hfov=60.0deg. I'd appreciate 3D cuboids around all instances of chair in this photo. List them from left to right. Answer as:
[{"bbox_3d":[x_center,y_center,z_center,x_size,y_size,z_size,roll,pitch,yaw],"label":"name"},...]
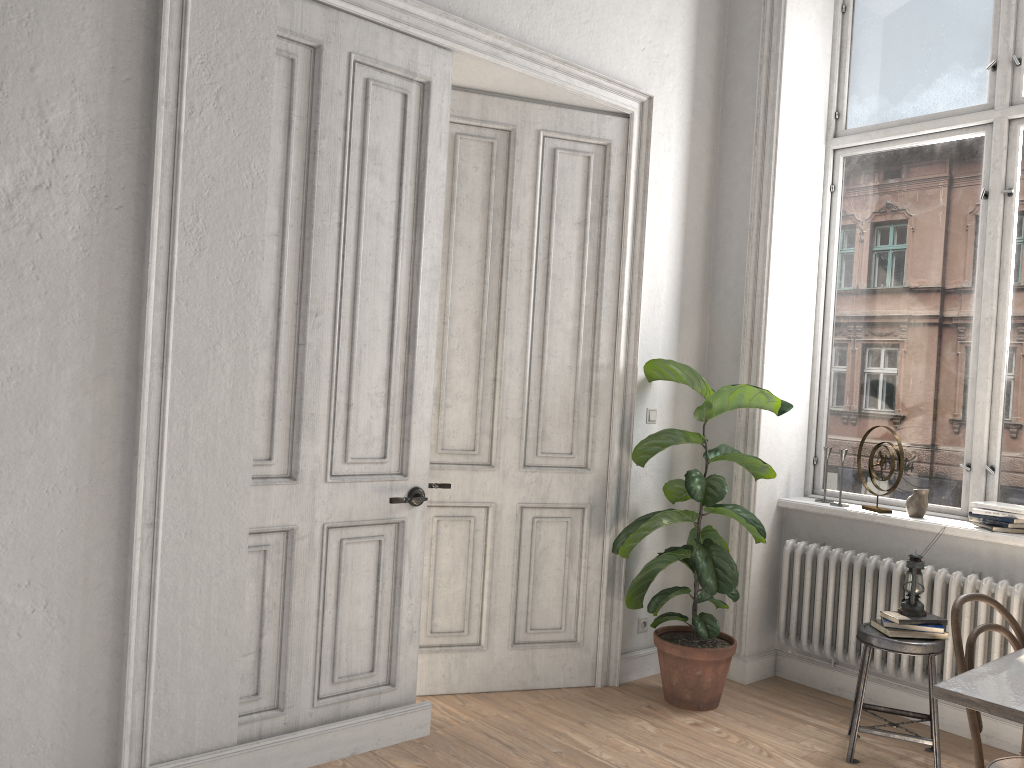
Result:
[{"bbox_3d":[1.616,1.303,3.726,0.364,0.523,0.360,4,0,22],"label":"chair"},{"bbox_3d":[1.512,1.102,2.477,0.438,0.921,0.549,3,1,-33],"label":"chair"}]

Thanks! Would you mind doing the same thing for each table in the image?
[{"bbox_3d":[2.167,1.211,1.760,1.100,0.780,2.199,3,0,-41],"label":"table"}]

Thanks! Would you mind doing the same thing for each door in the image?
[{"bbox_3d":[-0.753,0.015,3.322,1.097,2.814,0.216,3,1,-40],"label":"door"},{"bbox_3d":[0.010,0.058,4.214,1.097,2.814,0.216,3,1,-16],"label":"door"}]

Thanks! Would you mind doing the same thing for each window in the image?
[{"bbox_3d":[2.311,-0.810,4.210,0.013,2.843,1.622,3,1,-41],"label":"window"}]

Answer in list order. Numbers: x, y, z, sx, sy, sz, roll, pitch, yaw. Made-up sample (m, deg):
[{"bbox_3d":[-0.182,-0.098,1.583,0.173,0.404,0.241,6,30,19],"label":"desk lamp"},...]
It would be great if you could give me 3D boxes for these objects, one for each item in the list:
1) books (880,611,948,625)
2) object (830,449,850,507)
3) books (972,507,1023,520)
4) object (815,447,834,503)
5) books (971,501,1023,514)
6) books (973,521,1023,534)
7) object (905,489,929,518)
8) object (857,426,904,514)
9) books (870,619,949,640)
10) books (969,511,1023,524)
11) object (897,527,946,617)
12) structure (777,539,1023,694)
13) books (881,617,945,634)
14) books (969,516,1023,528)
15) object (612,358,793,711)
[{"bbox_3d":[1.683,0.983,3.724,0.221,0.027,0.147,3,0,-9],"label":"books"},{"bbox_3d":[1.684,0.479,4.532,0.095,0.289,0.095,3,1,-19],"label":"object"},{"bbox_3d":[2.193,0.578,3.975,0.205,0.020,0.155,3,0,39],"label":"books"},{"bbox_3d":[1.650,0.477,4.658,0.095,0.289,0.095,3,1,-10],"label":"object"},{"bbox_3d":[2.223,0.554,3.974,0.174,0.019,0.243,3,0,-31],"label":"books"},{"bbox_3d":[2.195,0.643,3.995,0.147,0.023,0.221,3,0,8],"label":"books"},{"bbox_3d":[1.944,0.567,4.256,0.100,0.142,0.102,4,0,23],"label":"object"},{"bbox_3d":[1.828,0.419,4.402,0.087,0.425,0.347,3,0,-9],"label":"object"},{"bbox_3d":[1.669,1.031,3.732,0.246,0.034,0.194,3,0,-1],"label":"books"},{"bbox_3d":[2.200,0.599,3.985,0.147,0.023,0.221,3,0,-25],"label":"books"},{"bbox_3d":[1.724,0.782,3.733,0.163,0.383,0.154,4,1,22],"label":"object"},{"bbox_3d":[3.171,-0.580,2.600,0.340,4.474,5.180,3,1,-41],"label":"structure"},{"bbox_3d":[1.680,1.005,3.725,0.232,0.029,0.163,3,0,20],"label":"books"},{"bbox_3d":[2.198,0.620,3.988,0.155,0.022,0.205,3,0,-21],"label":"books"},{"bbox_3d":[2.398,0.692,2.175,0.792,1.842,5.825,3,0,-36],"label":"object"}]
